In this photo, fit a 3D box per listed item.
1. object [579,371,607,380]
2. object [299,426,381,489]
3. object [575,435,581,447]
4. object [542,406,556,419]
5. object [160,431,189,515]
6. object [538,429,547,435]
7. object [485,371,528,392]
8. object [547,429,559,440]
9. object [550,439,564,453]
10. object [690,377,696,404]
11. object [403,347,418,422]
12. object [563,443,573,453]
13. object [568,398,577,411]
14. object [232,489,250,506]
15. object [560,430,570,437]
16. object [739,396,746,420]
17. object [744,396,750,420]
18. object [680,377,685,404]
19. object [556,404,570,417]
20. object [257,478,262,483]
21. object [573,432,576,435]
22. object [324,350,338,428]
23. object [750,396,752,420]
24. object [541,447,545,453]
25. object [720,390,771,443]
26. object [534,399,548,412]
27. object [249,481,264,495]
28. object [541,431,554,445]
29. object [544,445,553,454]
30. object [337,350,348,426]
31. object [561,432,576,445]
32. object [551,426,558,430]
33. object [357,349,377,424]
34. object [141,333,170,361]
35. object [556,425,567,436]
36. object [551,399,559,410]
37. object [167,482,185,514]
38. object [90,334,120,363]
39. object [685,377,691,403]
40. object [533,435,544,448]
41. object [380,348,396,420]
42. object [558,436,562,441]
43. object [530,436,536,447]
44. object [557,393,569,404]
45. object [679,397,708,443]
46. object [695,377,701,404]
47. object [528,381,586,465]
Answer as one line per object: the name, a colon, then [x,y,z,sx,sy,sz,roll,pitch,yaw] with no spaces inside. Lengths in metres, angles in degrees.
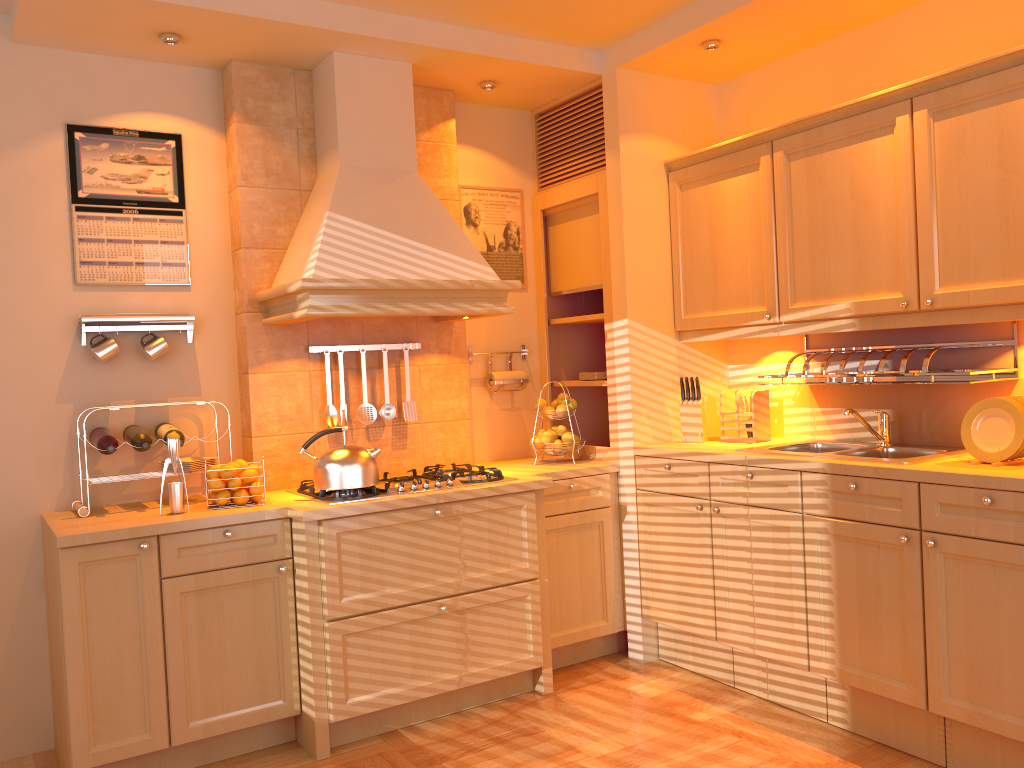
object: [0.436,-0.040,4.293,0.222,0.039,0.222,-3,1,-15]
object: [-0.625,0.266,3.307,0.251,0.215,0.242,-4,2,-45]
object: [0.291,0.266,4.131,0.059,0.059,0.058,-3,1,12]
object: [0.171,0.131,4.081,0.064,0.058,0.063,-2,1,24]
object: [-1.192,0.310,3.098,0.088,0.288,0.101,-4,2,-32]
object: [0.147,0.237,4.105,0.055,0.058,0.056,-3,1,4]
object: [-0.026,-0.014,4.264,0.186,0.094,0.096,-4,2,-32]
object: [0.183,0.235,4.055,0.063,0.061,0.063,-2,2,32]
object: [0.203,0.281,4.022,0.064,0.062,0.064,-4,2,-45]
object: [0.799,0.100,3.907,0.019,0.265,0.038,-2,2,41]
object: [-0.449,0.002,3.852,0.061,0.323,0.020,-4,2,-32]
object: [0.253,0.287,4.066,0.063,0.061,0.064,-2,2,36]
object: [0.272,0.096,4.091,0.058,0.060,0.057,-3,1,-11]
object: [-0.983,0.410,3.216,0.074,0.063,0.064,-2,2,38]
object: [0.253,0.241,4.099,0.057,0.059,0.058,-2,1,22]
object: [1.003,0.146,3.829,0.042,0.192,0.040,-2,1,19]
object: [1.018,0.149,3.822,0.020,0.196,0.017,-3,1,-6]
object: [0.760,0.102,3.930,0.019,0.265,0.037,-2,1,22]
object: [0.232,0.122,4.057,0.064,0.063,0.063,-3,1,-15]
object: [-0.954,0.373,3.288,0.051,0.055,0.061,-3,1,-3]
object: [0.279,0.249,4.174,0.045,0.047,0.046,-2,1,14]
object: [-0.751,0.021,3.658,0.055,0.323,0.028,-4,2,-32]
object: [1.028,0.149,3.816,0.018,0.196,0.022,-3,1,-28]
object: [0.157,0.299,4.122,0.046,0.043,0.047,-2,1,18]
object: [1.017,0.138,3.878,0.103,0.221,0.200,-4,2,-32]
object: [0.135,0.100,4.118,0.061,0.064,0.063,-3,1,-23]
object: [-0.929,0.381,3.223,0.052,0.054,0.061,-3,1,-5]
object: [0.161,0.245,4.004,0.056,0.063,0.065,-2,2,34]
object: [0.172,0.295,4.072,0.052,0.056,0.057,-2,1,20]
object: [-0.708,0.016,3.698,0.028,0.319,0.006,-4,2,-32]
object: [0.256,0.246,4.014,0.063,0.060,0.064,-3,1,-17]
object: [0.206,0.214,4.102,0.051,0.048,0.050,-3,1,1]
object: [-0.619,0.011,3.747,0.090,0.320,0.017,-4,2,-32]
object: [-1.382,-0.143,3.435,0.103,0.111,0.066,-4,2,-39]
object: [0.225,0.213,4.040,0.049,0.052,0.050,-3,1,-25]
object: [0.206,0.093,4.107,0.050,0.051,0.051,-3,1,-8]
object: [-1.175,0.400,3.108,0.060,0.106,0.060,-2,1,26]
object: [-1.532,-0.134,3.341,0.103,0.111,0.066,-4,2,-39]
object: [0.779,0.101,3.919,0.019,0.265,0.038,-2,2,41]
object: [0.123,0.263,4.056,0.063,0.063,0.063,-3,1,-21]
object: [-0.547,0.000,3.812,0.077,0.309,0.037,-4,2,-33]
object: [0.217,0.246,4.148,0.059,0.055,0.058,-3,1,-25]
object: [0.113,0.269,4.122,0.056,0.057,0.053,-2,2,35]
object: [0.235,0.069,4.067,0.055,0.059,0.058,-2,1,14]
object: [0.802,0.158,3.924,0.100,0.200,0.070,-2,2,32]
object: [0.819,0.100,3.894,0.019,0.265,0.037,-2,2,41]
object: [0.204,0.175,4.100,0.265,0.376,0.265,-2,1,17]
